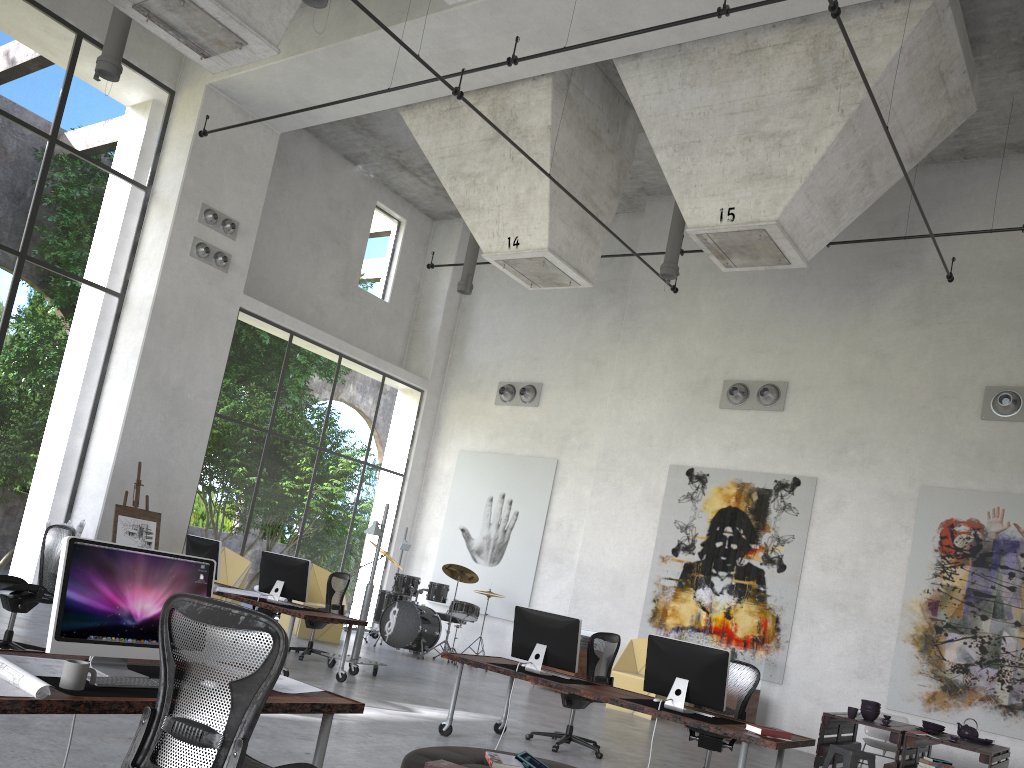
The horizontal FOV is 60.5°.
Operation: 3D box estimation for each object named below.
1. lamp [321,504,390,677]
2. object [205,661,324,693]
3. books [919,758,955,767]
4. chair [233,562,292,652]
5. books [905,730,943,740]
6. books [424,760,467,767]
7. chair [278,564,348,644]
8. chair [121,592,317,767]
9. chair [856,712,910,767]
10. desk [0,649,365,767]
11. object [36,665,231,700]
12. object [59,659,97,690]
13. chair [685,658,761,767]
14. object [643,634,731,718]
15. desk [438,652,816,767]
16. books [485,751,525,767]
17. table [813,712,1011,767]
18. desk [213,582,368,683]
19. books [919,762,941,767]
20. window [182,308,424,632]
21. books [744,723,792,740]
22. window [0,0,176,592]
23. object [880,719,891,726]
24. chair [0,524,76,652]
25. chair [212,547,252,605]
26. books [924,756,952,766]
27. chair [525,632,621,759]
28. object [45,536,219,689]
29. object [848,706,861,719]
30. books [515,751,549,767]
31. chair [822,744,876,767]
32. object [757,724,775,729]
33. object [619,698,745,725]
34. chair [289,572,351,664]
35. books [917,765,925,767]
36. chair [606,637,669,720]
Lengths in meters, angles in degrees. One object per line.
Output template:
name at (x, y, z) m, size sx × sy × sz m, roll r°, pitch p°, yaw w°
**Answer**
lamp at (-1.787, 2.554, 11.042) m, size 0.574 × 2.122 × 0.609 m, roll 7°, pitch -7°, yaw 37°
object at (-1.225, 1.414, 4.271) m, size 0.433 × 0.084 × 0.482 m, roll 1°, pitch -16°, yaw 39°
books at (4.035, 3.607, 8.341) m, size 0.254 × 0.032 × 0.178 m, roll 12°, pitch -13°, yaw -2°
chair at (-3.199, 2.913, 11.683) m, size 0.776 × 1.168 × 0.800 m, roll 13°, pitch -8°, yaw -14°
books at (4.123, 3.507, 8.817) m, size 0.304 × 0.029 × 0.228 m, roll 10°, pitch -13°, yaw 5°
books at (-0.316, 2.067, 4.701) m, size 0.252 × 0.032 × 0.179 m, roll 5°, pitch -14°, yaw 28°
chair at (-3.185, 3.524, 14.233) m, size 0.997 × 1.152 × 0.934 m, roll 17°, pitch -10°, yaw -33°
chair at (-1.056, 1.386, 3.228) m, size 0.767 × 1.168 × 0.809 m, roll 10°, pitch -8°, yaw 11°
chair at (4.535, 4.421, 10.647) m, size 0.689 × 0.807 × 0.792 m, roll 8°, pitch -10°, yaw 22°
desk at (-2.065, 1.440, 3.316) m, size 0.968 × 0.713 × 3.211 m, roll 4°, pitch -14°, yaw 36°
object at (-1.630, 1.263, 3.744) m, size 0.683 × 0.008 × 0.870 m, roll 1°, pitch -16°, yaw 37°
object at (-1.653, 1.114, 3.357) m, size 0.124 × 0.099 × 0.088 m, roll 16°, pitch -10°, yaw -24°
chair at (1.802, 2.994, 7.686) m, size 0.768 × 1.168 × 0.808 m, roll 11°, pitch -8°, yaw 6°
object at (1.432, 2.369, 7.108) m, size 0.710 × 0.545 × 0.386 m, roll 3°, pitch -11°, yaw 38°
desk at (0.799, 2.968, 7.423) m, size 3.110 × 0.713 × 0.999 m, roll 2°, pitch -14°, yaw 37°
books at (-0.046, 2.219, 5.157) m, size 0.198 × 0.034 × 0.289 m, roll 13°, pitch -13°, yaw -6°
table at (4.240, 4.062, 9.303) m, size 1.591 × 0.783 × 1.545 m, roll 3°, pitch -14°, yaw 36°
desk at (-3.202, 2.854, 10.410) m, size 3.110 × 0.713 × 0.999 m, roll 2°, pitch -14°, yaw 37°
books at (4.033, 3.639, 8.336) m, size 0.288 × 0.033 × 0.199 m, roll 16°, pitch -14°, yaw -21°
window at (-3.538, 1.807, 15.516) m, size 0.020 × 4.820 × 4.676 m, roll 8°, pitch -9°, yaw 37°
books at (1.916, 2.601, 6.580) m, size 0.288 × 0.051 × 0.204 m, roll 16°, pitch -13°, yaw -20°
window at (-7.625, -1.584, 10.716) m, size 0.066 × 7.735 × 6.108 m, roll 8°, pitch -9°, yaw 37°
object at (3.852, 3.493, 9.055) m, size 0.115 × 0.055 × 0.141 m, roll 7°, pitch -13°, yaw 22°
chair at (-4.193, 1.753, 7.539) m, size 0.764 × 1.168 × 0.812 m, roll 8°, pitch -9°, yaw 26°
chair at (-4.552, 3.019, 13.242) m, size 0.981 × 1.152 × 0.949 m, roll 12°, pitch -8°, yaw -4°
books at (4.045, 3.581, 8.343) m, size 0.205 × 0.025 × 0.146 m, roll 13°, pitch -13°, yaw -7°
chair at (0.634, 2.968, 8.586) m, size 0.787 × 1.168 × 0.789 m, roll 9°, pitch -8°, yaw 21°
object at (-1.576, 0.991, 3.773) m, size 0.374 × 0.544 × 0.732 m, roll 5°, pitch -12°, yaw 38°
object at (3.563, 3.431, 9.156) m, size 0.128 × 0.108 × 0.103 m, roll 6°, pitch -10°, yaw 28°
books at (0.129, 2.241, 5.174) m, size 0.203 × 0.101 × 0.148 m, roll 7°, pitch -11°, yaw 22°
chair at (3.420, 3.957, 8.919) m, size 0.424 × 0.482 × 0.441 m, roll 14°, pitch -9°, yaw -18°
object at (1.911, 2.569, 6.579) m, size 0.148 × 0.011 × 0.011 m, roll 10°, pitch -9°, yaw 5°
object at (1.379, 2.643, 7.084) m, size 0.844 × 0.008 × 0.705 m, roll 1°, pitch -16°, yaw 38°
chair at (-2.549, 2.998, 11.486) m, size 0.792 × 1.168 × 0.784 m, roll 11°, pitch -8°, yaw 1°
books at (4.026, 3.672, 8.333) m, size 0.285 × 0.034 × 0.201 m, roll 13°, pitch -13°, yaw -7°
chair at (1.985, 4.236, 12.814) m, size 0.972 × 1.152 × 0.957 m, roll 5°, pitch -10°, yaw 35°
